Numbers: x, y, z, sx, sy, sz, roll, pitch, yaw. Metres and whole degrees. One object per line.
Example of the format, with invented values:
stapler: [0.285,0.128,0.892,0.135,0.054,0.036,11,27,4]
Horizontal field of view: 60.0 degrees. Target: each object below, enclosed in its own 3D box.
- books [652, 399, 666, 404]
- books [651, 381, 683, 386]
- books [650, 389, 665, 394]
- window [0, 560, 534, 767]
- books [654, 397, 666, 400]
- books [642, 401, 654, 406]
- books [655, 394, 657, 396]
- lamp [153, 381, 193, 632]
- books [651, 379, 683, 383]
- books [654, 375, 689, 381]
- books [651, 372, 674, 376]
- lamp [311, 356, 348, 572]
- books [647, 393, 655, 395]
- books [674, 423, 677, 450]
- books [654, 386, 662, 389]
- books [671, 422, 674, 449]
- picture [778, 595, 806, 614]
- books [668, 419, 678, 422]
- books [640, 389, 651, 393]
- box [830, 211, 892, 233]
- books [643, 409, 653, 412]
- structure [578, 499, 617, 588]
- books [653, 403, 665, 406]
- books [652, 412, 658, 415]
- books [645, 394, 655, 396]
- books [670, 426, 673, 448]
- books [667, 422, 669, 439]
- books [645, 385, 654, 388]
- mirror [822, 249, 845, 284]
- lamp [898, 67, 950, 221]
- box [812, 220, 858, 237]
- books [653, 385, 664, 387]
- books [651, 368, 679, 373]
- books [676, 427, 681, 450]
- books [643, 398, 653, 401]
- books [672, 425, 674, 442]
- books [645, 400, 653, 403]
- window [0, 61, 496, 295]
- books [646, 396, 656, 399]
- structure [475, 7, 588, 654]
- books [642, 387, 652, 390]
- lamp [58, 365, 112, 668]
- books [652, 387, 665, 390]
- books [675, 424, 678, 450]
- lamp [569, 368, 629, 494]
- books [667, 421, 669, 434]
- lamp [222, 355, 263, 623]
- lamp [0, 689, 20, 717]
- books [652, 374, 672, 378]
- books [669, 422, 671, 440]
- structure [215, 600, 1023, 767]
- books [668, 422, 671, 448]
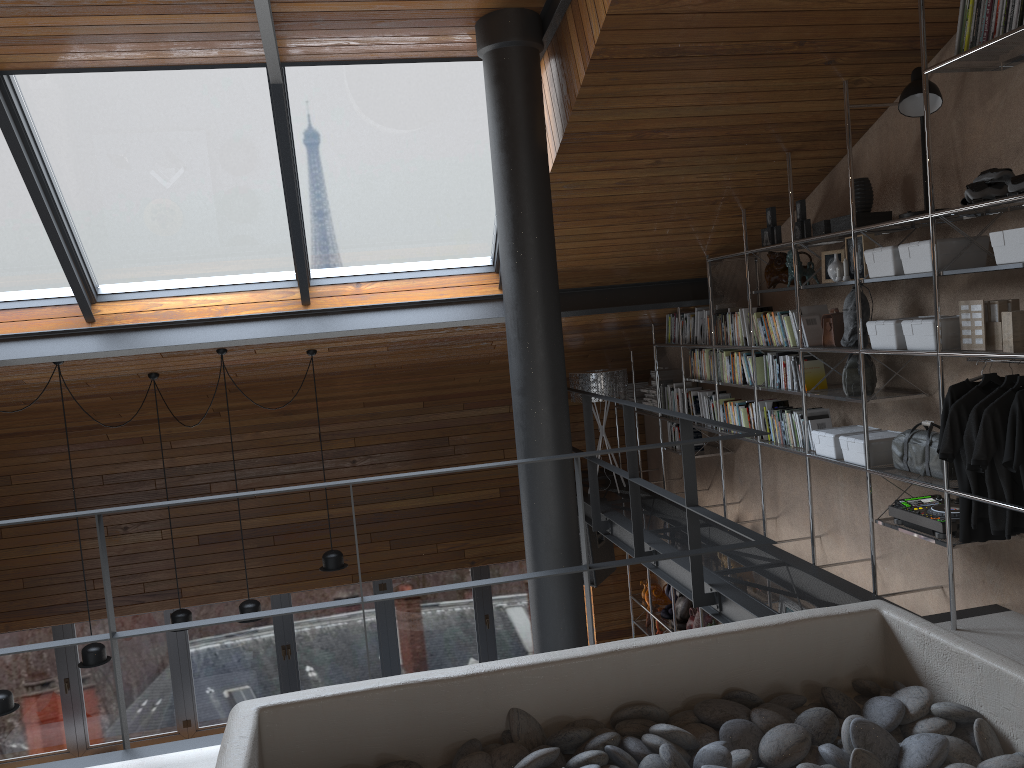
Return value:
books: [1.284,0.130,7.195,0.258,0.028,0.180,-5,4,-5]
books: [1.260,-0.009,7.197,0.208,0.017,0.167,-6,4,-11]
books: [1.278,0.050,7.190,0.288,0.025,0.175,-5,4,-5]
window: [-2.142,2.568,8.428,5.936,1.521,0.101,-6,4,-11]
books: [1.289,0.109,7.201,0.222,0.012,0.160,-6,4,-17]
books: [1.249,0.155,7.488,0.240,0.028,0.180,-7,4,-21]
books: [1.293,0.082,7.191,0.225,0.017,0.167,-6,4,-11]
lamp: [-2.504,0.787,6.434,0.210,2.002,0.210,-3,5,26]
books: [1.270,-0.025,7.184,0.228,0.016,0.182,-6,4,-11]
books: [1.290,-0.049,7.188,0.234,0.028,0.180,-6,4,-11]
books: [1.265,-0.090,7.198,0.228,0.016,0.182,-6,4,-11]
lamp: [-1.380,0.573,6.476,0.210,1.565,0.210,-3,5,26]
books: [1.259,0.071,7.495,0.208,0.013,0.161,-5,4,-6]
books: [1.331,0.391,6.910,0.122,0.230,0.017,-6,4,-11]
books: [1.285,0.017,7.194,0.222,0.012,0.160,-5,4,-5]
books: [1.337,0.389,6.986,0.161,0.223,0.017,-6,4,-11]
picture: [1.879,1.772,5.849,0.136,0.625,0.544,-6,4,-11]
books: [1.336,0.385,7.057,0.177,0.219,0.008,-6,4,-11]
books: [1.240,0.044,7.480,0.268,0.025,0.176,-6,4,-11]
box: [1.741,-0.804,4.424,0.208,0.079,0.207,-6,4,-14]
books: [1.248,0.213,7.503,0.234,0.016,0.182,-6,4,-11]
structure: [0.653,1.426,8.068,0.461,0.735,0.488,-2,5,39]
books: [1.293,0.150,7.198,0.258,0.016,0.181,-6,4,-9]
books: [1.288,0.232,7.215,0.252,0.016,0.182,-5,4,-5]
books: [1.250,0.084,7.491,0.206,0.012,0.161,-7,4,-21]
books: [1.313,0.414,7.019,0.119,0.172,0.014,-6,4,-11]
books: [1.307,0.395,7.083,0.127,0.201,0.011,-6,4,-11]
books: [1.248,0.010,7.486,0.206,0.012,0.161,-6,4,-11]
mirror: [1.718,-0.625,4.708,0.069,0.168,0.130,-8,5,-41]
lamp: [1.818,-1.068,3.939,0.233,0.660,0.322,-1,5,42]
box: [1.706,-0.817,4.639,0.208,0.079,0.207,-5,4,3]
books: [1.266,0.005,7.208,0.201,0.012,0.161,-6,4,-11]
books: [1.268,-0.107,7.208,0.228,0.016,0.182,-6,4,-11]
books: [1.334,0.419,6.889,0.112,0.177,0.009,-6,4,-11]
books: [1.255,0.117,7.471,0.234,0.016,0.182,-7,4,-21]
books: [1.322,0.411,6.970,0.117,0.183,0.012,-6,4,-11]
books: [1.257,0.132,7.473,0.234,0.016,0.182,-5,4,-6]
window: [-1.931,-1.142,5.060,3.818,1.031,1.213,-6,4,-11]
books: [1.260,0.098,7.485,0.213,0.017,0.167,-6,4,-16]
structure: [0.272,1.045,4.280,1.197,5.699,1.689,-6,4,-11]
books: [1.234,0.024,7.488,0.231,0.012,0.159,-5,4,-6]
lamp: [-2.914,0.874,5.937,0.210,2.034,0.210,-3,5,26]
books: [1.272,0.030,7.198,0.254,0.012,0.158,-5,4,1]
books: [1.328,0.408,6.896,0.111,0.198,0.008,-6,4,-11]
lamp: [0.750,0.388,7.350,0.475,1.002,0.475,-4,4,13]
books: [1.326,0.385,7.074,0.164,0.219,0.010,-6,4,-11]
lamp: [-1.930,0.707,6.212,0.210,1.911,0.210,-3,5,26]
lamp: [-3.329,0.937,5.526,0.210,2.273,0.210,-3,5,26]
books: [1.265,-0.072,7.198,0.216,0.021,0.174,-6,4,-11]
books: [1.314,0.398,7.031,0.127,0.201,0.011,-6,4,-11]
structure: [-0.876,0.943,0.904,4.614,1.120,2.634,-6,4,-11]
books: [1.305,0.399,7.041,0.127,0.201,0.011,-6,4,-11]
